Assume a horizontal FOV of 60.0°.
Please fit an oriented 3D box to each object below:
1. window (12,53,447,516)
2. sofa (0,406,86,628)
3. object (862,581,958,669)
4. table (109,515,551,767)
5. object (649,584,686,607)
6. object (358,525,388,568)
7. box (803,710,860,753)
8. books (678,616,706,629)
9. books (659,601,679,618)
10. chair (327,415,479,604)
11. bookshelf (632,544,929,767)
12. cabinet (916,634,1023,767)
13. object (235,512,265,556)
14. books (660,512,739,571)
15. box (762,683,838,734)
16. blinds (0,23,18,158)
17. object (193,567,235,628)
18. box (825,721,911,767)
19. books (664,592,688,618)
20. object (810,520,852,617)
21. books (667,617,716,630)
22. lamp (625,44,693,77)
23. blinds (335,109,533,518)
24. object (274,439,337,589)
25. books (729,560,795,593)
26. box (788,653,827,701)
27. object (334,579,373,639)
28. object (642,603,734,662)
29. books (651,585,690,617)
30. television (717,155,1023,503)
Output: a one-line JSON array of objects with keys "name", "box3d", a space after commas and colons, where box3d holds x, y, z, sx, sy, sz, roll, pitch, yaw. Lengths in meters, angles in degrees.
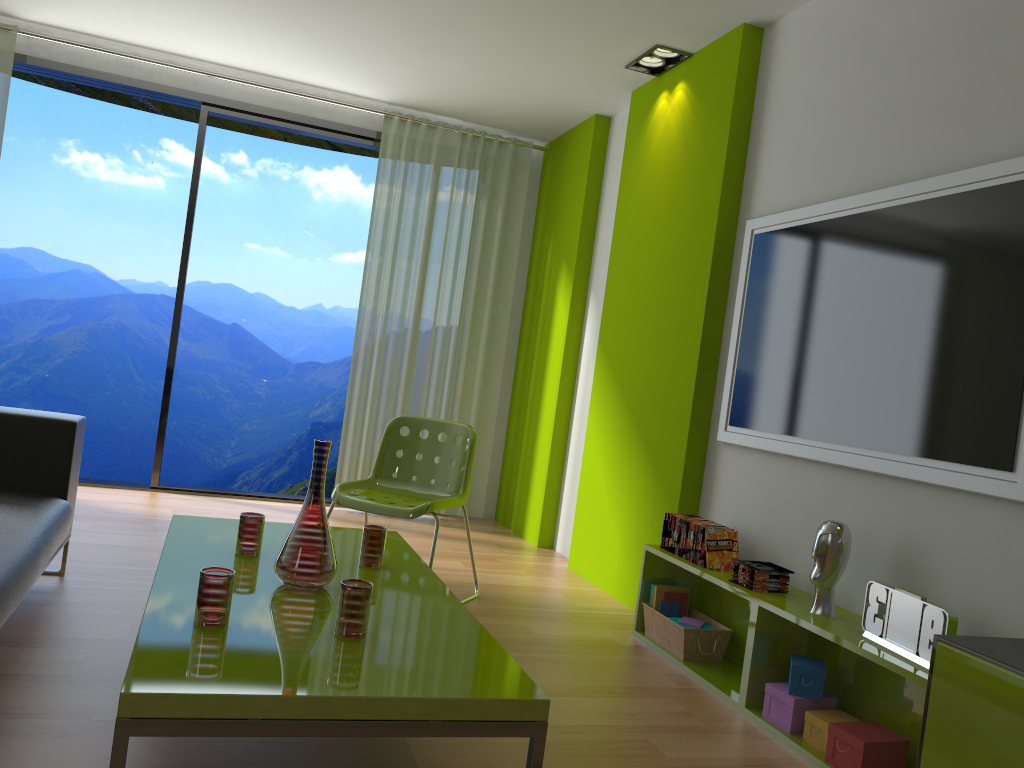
[{"name": "window", "box3d": [-1.885, -0.530, 5.653, 3.336, 2.498, 0.219, 8, 0, -18]}, {"name": "sofa", "box3d": [-1.751, 0.423, 2.093, 1.061, 0.639, 2.583, 8, 0, -18]}, {"name": "object", "box3d": [1.082, 0.658, 2.432, 0.047, 0.176, 0.340, 8, 0, -13]}, {"name": "table", "box3d": [-0.584, 0.723, 2.468, 0.810, 0.349, 1.682, 8, 0, -18]}, {"name": "object", "box3d": [0.639, 0.930, 3.649, 0.158, 0.200, 0.040, 8, 0, -18]}, {"name": "object", "box3d": [-0.435, 0.508, 2.771, 0.076, 0.122, 0.075, 8, 0, 16]}, {"name": "box", "box3d": [0.962, 1.042, 2.653, 0.169, 0.093, 0.102, 8, 0, -23]}, {"name": "books", "box3d": [0.702, 0.929, 3.454, 0.087, 0.008, 0.110, 8, 0, 22]}, {"name": "books", "box3d": [0.630, 0.955, 3.584, 0.086, 0.148, 0.025, 8, 0, -18]}, {"name": "chair", "box3d": [-0.477, 0.525, 3.843, 0.640, 0.759, 0.546, 8, 0, 20]}, {"name": "bookshelf", "box3d": [0.919, 0.906, 2.957, 0.306, 0.378, 1.630, 8, 0, -18]}, {"name": "cabinet", "box3d": [1.550, 0.905, 0.262, 0.547, 0.593, 3.384, 8, 0, -18]}, {"name": "object", "box3d": [-0.800, 0.459, 2.709, 0.076, 0.122, 0.075, 8, 0, 16]}, {"name": "books", "box3d": [0.742, 0.618, 3.480, 0.147, 0.150, 0.370, 8, 0, -18]}, {"name": "box", "box3d": [0.904, 1.023, 2.794, 0.202, 0.116, 0.135, 8, 0, -23]}, {"name": "blinds", "box3d": [-3.452, -0.823, 4.895, 1.012, 2.568, 0.067, 8, 0, -18]}, {"name": "object", "box3d": [-0.667, 0.479, 1.987, 0.076, 0.122, 0.075, 8, 0, 16]}, {"name": "box", "box3d": [0.999, 1.036, 2.499, 0.202, 0.116, 0.135, 8, 0, -23]}, {"name": "books", "box3d": [0.663, 0.942, 3.608, 0.105, 0.182, 0.031, 8, 0, -18]}, {"name": "object", "box3d": [1.002, 0.583, 2.797, 0.107, 0.305, 0.107, 8, 0, 38]}, {"name": "books", "box3d": [0.707, 0.946, 3.438, 0.143, 0.025, 0.182, 8, 0, -18]}, {"name": "lamp", "box3d": [0.725, -1.648, 4.366, 0.192, 0.131, 0.352, 8, 0, -18]}, {"name": "blinds", "box3d": [-0.513, -0.430, 5.866, 1.012, 2.568, 0.067, 8, 0, -18]}, {"name": "object", "box3d": [-0.542, 0.352, 2.418, 0.168, 0.400, 0.168, 8, 0, -32]}, {"name": "books", "box3d": [0.864, 0.669, 3.092, 0.164, 0.078, 0.172, 8, 0, -20]}, {"name": "box", "box3d": [0.926, 0.920, 2.788, 0.102, 0.093, 0.138, 8, 0, 17]}, {"name": "object", "box3d": [-0.366, 0.520, 2.047, 0.075, 0.122, 0.076, 8, 0, 37]}, {"name": "object", "box3d": [0.679, 0.979, 3.499, 0.213, 0.129, 0.367, 8, 0, -18]}, {"name": "books", "box3d": [0.646, 0.930, 3.626, 0.158, 0.202, 0.051, 8, 0, -18]}, {"name": "television", "box3d": [1.171, -0.189, 3.003, 0.028, 0.941, 1.537, 8, 0, -18]}]
